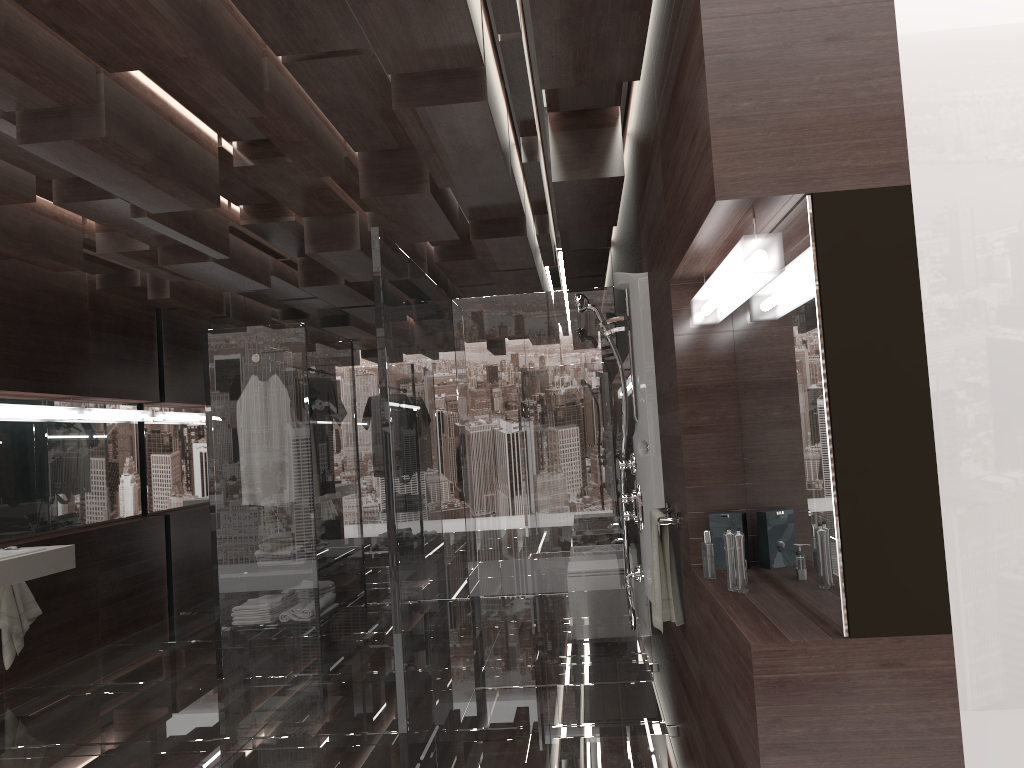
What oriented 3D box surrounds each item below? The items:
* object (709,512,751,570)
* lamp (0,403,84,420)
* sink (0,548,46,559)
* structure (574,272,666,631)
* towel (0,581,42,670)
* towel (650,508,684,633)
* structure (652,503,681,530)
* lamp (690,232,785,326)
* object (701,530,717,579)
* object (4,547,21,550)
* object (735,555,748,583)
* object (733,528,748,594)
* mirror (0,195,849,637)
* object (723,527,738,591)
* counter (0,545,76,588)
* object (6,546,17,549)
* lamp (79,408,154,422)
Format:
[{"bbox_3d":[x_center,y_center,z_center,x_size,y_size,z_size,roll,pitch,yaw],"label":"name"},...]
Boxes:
[{"bbox_3d":[0.675,0.487,2.751,0.105,0.173,0.048,-6,-4,32],"label":"object"},{"bbox_3d":[-3.066,0.182,5.718,0.082,0.082,0.950,-4,-3,4],"label":"lamp"},{"bbox_3d":[-2.802,0.840,4.557,0.427,0.193,0.681,-4,-3,4],"label":"sink"},{"bbox_3d":[0.521,0.297,3.876,0.354,1.560,0.323,-5,-4,25],"label":"structure"},{"bbox_3d":[-2.865,1.298,5.138,0.156,0.678,0.368,-4,-3,4],"label":"towel"},{"bbox_3d":[0.544,0.678,3.276,0.097,0.414,0.352,-4,-3,-3],"label":"towel"},{"bbox_3d":[0.564,0.489,3.287,0.071,0.061,0.455,-4,-3,4],"label":"structure"},{"bbox_3d":[0.573,-0.253,2.354,0.082,0.082,0.950,-4,-3,4],"label":"lamp"},{"bbox_3d":[0.580,0.503,2.620,0.027,0.139,0.052,-3,-3,-11],"label":"object"},{"bbox_3d":[-2.794,0.924,4.956,0.108,0.011,0.065,-5,-4,26],"label":"object"},{"bbox_3d":[0.645,0.516,2.525,0.027,0.093,0.078,-3,-3,-8],"label":"object"},{"bbox_3d":[0.609,0.469,2.361,0.030,0.172,0.033,-6,-4,35],"label":"object"},{"bbox_3d":[-1.190,0.338,4.517,4.126,0.916,5.081,-4,-3,4],"label":"mirror"},{"bbox_3d":[0.592,0.472,2.398,0.030,0.172,0.033,-2,-4,-32],"label":"object"},{"bbox_3d":[-2.811,0.945,4.100,0.488,0.131,1.954,-4,-3,4],"label":"counter"},{"bbox_3d":[-2.794,0.917,4.956,0.066,0.016,0.035,-5,-4,24],"label":"object"},{"bbox_3d":[-2.984,0.236,6.722,0.082,0.082,0.950,-4,-3,4],"label":"lamp"}]
